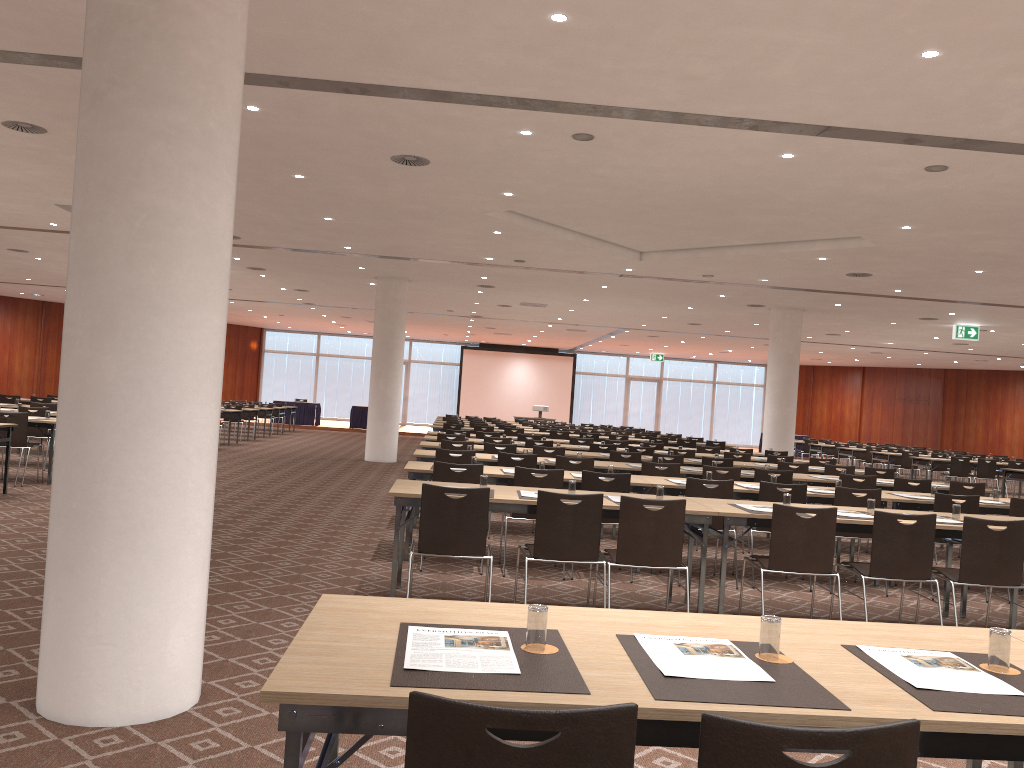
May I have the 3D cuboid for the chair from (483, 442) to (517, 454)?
[{"bbox_3d":[-0.197,1.252,11.859,0.535,0.939,0.614,4,-1,-5],"label":"chair"}]

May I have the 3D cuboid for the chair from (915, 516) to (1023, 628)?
[{"bbox_3d":[3.190,1.365,6.081,0.535,0.939,0.614,4,-1,-3],"label":"chair"}]

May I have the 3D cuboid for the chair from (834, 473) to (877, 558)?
[{"bbox_3d":[3.888,1.496,10.216,0.535,0.939,0.614,4,-1,-3],"label":"chair"}]

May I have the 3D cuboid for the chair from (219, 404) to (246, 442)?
[{"bbox_3d":[-7.222,1.001,22.990,0.536,0.939,0.614,4,-1,-6],"label":"chair"}]

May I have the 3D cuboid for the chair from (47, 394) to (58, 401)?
[{"bbox_3d":[-10.612,0.727,20.748,0.535,0.939,0.614,4,-1,-6],"label":"chair"}]

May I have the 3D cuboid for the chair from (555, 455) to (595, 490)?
[{"bbox_3d":[0.652,1.272,9.990,0.536,0.939,0.614,4,-1,-6],"label":"chair"}]

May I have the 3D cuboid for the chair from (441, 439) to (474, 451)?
[{"bbox_3d":[-0.767,1.214,11.854,0.536,0.939,0.614,4,-1,-7],"label":"chair"}]

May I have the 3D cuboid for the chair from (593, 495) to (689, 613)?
[{"bbox_3d":[0.875,1.206,5.919,0.535,0.939,0.614,4,-1,-5],"label":"chair"}]

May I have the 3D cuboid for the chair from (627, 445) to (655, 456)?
[{"bbox_3d":[1.977,1.443,14.015,0.535,0.939,0.614,4,-1,-3],"label":"chair"}]

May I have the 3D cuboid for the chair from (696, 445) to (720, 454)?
[{"bbox_3d":[3.497,1.588,16.126,0.535,0.939,0.614,4,-1,-4],"label":"chair"}]

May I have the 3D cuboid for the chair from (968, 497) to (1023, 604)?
[{"bbox_3d":[4.689,1.510,8.225,0.536,0.939,0.614,4,-1,-6],"label":"chair"}]

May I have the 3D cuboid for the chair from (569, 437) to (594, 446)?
[{"bbox_3d":[1.207,1.430,15.966,0.535,0.939,0.614,4,-1,-2],"label":"chair"}]

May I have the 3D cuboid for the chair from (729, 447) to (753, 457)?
[{"bbox_3d":[4.109,1.630,16.204,0.535,0.939,0.614,4,-1,-4],"label":"chair"}]

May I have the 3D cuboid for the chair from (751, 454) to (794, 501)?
[{"bbox_3d":[4.196,1.596,14.170,0.536,0.939,0.614,4,-1,-6],"label":"chair"}]

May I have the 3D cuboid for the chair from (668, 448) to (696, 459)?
[{"bbox_3d":[2.631,1.488,14.096,0.535,0.939,0.614,4,-1,-3],"label":"chair"}]

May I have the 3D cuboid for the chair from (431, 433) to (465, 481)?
[{"bbox_3d":[-0.980,1.240,13.886,0.535,0.939,0.614,4,-1,-4],"label":"chair"}]

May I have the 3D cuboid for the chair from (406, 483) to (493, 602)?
[{"bbox_3d":[-0.399,1.118,5.830,0.535,0.939,0.614,4,-1,-4],"label":"chair"}]

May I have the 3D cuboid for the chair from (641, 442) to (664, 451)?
[{"bbox_3d":[2.479,1.519,16.132,0.536,0.939,0.614,4,-1,-7],"label":"chair"}]

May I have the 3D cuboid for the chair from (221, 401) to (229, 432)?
[{"bbox_3d":[-8.879,0.966,26.825,0.535,0.939,0.614,4,-1,-3],"label":"chair"}]

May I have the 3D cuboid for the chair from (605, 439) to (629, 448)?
[{"bbox_3d":[1.838,1.474,16.045,0.535,0.939,0.614,4,-1,-4],"label":"chair"}]

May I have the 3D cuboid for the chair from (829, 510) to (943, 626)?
[{"bbox_3d":[2.579,1.324,6.073,0.535,0.939,0.614,4,-1,-5],"label":"chair"}]

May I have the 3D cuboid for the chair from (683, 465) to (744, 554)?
[{"bbox_3d":[2.297,1.384,10.028,0.535,0.939,0.614,4,-1,-3],"label":"chair"}]

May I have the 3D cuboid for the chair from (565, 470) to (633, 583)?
[{"bbox_3d":[0.792,1.241,7.953,0.535,0.939,0.614,4,-1,-3],"label":"chair"}]

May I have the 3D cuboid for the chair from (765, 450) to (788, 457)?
[{"bbox_3d":[4.741,1.673,16.213,0.536,0.939,0.614,4,-1,-6],"label":"chair"}]

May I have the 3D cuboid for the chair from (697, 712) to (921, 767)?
[{"bbox_3d":[0.520,1.100,1.841,0.535,0.939,0.614,4,-1,-6],"label":"chair"}]

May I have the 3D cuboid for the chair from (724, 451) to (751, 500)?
[{"bbox_3d":[3.535,1.552,14.201,0.535,0.939,0.614,4,-1,-2],"label":"chair"}]

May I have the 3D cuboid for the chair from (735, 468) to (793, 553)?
[{"bbox_3d":[2.904,1.427,10.105,0.535,0.939,0.614,4,-1,-1],"label":"chair"}]

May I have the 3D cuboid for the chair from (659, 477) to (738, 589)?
[{"bbox_3d":[1.701,1.303,7.981,0.536,0.939,0.614,4,-1,-6],"label":"chair"}]

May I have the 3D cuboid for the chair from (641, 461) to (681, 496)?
[{"bbox_3d":[1.622,1.338,10.016,0.535,0.939,0.614,4,-1,-2],"label":"chair"}]

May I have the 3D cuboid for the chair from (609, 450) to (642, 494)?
[{"bbox_3d":[1.472,1.368,12.010,0.536,0.939,0.614,4,-1,-6],"label":"chair"}]

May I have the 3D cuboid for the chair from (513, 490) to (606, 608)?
[{"bbox_3d":[0.332,1.169,5.916,0.536,0.939,0.614,4,-1,-7],"label":"chair"}]

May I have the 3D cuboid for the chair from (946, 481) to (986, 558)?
[{"bbox_3d":[5.144,1.581,10.262,0.536,0.939,0.614,4,-1,-7],"label":"chair"}]

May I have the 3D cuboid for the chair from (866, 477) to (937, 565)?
[{"bbox_3d":[4.493,1.536,10.181,0.535,0.939,0.614,4,-1,-3],"label":"chair"}]

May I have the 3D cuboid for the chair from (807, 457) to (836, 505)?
[{"bbox_3d":[4.901,1.645,14.254,0.535,0.939,0.614,4,-1,-4],"label":"chair"}]

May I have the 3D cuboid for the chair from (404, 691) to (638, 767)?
[{"bbox_3d":[-0.015,1.064,1.838,0.535,0.939,0.614,4,-1,-2],"label":"chair"}]

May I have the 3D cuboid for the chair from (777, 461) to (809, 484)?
[{"bbox_3d":[3.769,1.527,12.170,0.535,0.939,0.614,4,-1,-4],"label":"chair"}]

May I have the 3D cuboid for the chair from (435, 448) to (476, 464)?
[{"bbox_3d":[-0.655,1.181,9.822,0.535,0.939,0.614,4,-1,-5],"label":"chair"}]

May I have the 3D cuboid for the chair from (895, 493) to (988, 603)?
[{"bbox_3d":[3.959,1.459,8.139,0.536,0.939,0.614,4,-1,-7],"label":"chair"}]

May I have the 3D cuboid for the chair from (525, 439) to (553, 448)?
[{"bbox_3d":[0.389,1.333,13.904,0.535,0.939,0.614,4,-1,-1],"label":"chair"}]

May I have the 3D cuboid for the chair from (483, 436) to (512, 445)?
[{"bbox_3d":[-0.264,1.289,13.894,0.535,0.939,0.614,4,-1,-5],"label":"chair"}]

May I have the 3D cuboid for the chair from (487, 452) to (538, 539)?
[{"bbox_3d":[0.025,1.228,9.904,0.535,0.939,0.614,4,-1,-3],"label":"chair"}]

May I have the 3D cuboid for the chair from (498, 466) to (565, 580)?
[{"bbox_3d":[0.196,1.199,7.876,0.535,0.939,0.614,4,-1,-4],"label":"chair"}]

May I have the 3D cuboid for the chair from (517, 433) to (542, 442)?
[{"bbox_3d":[0.277,1.367,15.978,0.535,0.939,0.614,4,-1,-2],"label":"chair"}]

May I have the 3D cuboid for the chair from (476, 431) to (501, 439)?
[{"bbox_3d":[-0.465,1.314,15.850,0.535,0.939,0.614,4,-1,-6],"label":"chair"}]

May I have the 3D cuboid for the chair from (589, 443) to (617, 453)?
[{"bbox_3d":[1.383,1.403,14.051,0.536,0.939,0.614,4,-1,-6],"label":"chair"}]

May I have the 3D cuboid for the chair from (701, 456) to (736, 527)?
[{"bbox_3d":[2.719,1.454,12.062,0.535,0.939,0.614,4,-1,-5],"label":"chair"}]

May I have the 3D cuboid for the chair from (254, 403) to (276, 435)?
[{"bbox_3d":[-7.497,1.062,26.980,0.536,0.939,0.614,4,-1,-6],"label":"chair"}]

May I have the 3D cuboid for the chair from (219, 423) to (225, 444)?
[{"bbox_3d":[-7.068,0.968,20.855,0.536,0.939,0.614,4,-1,-7],"label":"chair"}]

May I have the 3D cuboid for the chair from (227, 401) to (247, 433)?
[{"bbox_3d":[-8.243,1.008,26.787,0.536,0.939,0.614,4,-1,-6],"label":"chair"}]

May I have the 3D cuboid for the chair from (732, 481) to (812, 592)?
[{"bbox_3d":[2.395,1.352,8.107,0.535,0.939,0.614,4,-1,-3],"label":"chair"}]

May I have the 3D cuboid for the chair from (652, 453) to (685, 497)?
[{"bbox_3d":[2.057,1.409,12.093,0.536,0.939,0.614,4,-1,-6],"label":"chair"}]

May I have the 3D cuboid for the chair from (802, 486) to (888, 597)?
[{"bbox_3d":[3.063,1.398,8.111,0.535,0.939,0.614,4,-1,-5],"label":"chair"}]

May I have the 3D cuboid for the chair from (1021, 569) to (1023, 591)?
[{"bbox_3d":[5.238,1.548,8.306,0.535,0.939,0.614,4,-1,-2],"label":"chair"}]

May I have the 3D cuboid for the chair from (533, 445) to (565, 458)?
[{"bbox_3d":[0.447,1.298,11.981,0.536,0.939,0.614,4,-1,-6],"label":"chair"}]

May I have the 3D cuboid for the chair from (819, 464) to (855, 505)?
[{"bbox_3d":[4.428,1.573,12.259,0.536,0.939,0.614,4,-1,-6],"label":"chair"}]

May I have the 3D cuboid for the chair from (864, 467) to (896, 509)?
[{"bbox_3d":[4.992,1.611,12.256,0.535,0.939,0.614,4,-1,-2],"label":"chair"}]

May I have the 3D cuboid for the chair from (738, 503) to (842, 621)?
[{"bbox_3d":[1.919,1.279,6.069,0.535,0.939,0.614,4,-1,-1],"label":"chair"}]

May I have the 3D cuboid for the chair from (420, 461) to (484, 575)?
[{"bbox_3d":[-0.501,1.152,7.862,0.535,0.939,0.614,4,-1,-3],"label":"chair"}]
